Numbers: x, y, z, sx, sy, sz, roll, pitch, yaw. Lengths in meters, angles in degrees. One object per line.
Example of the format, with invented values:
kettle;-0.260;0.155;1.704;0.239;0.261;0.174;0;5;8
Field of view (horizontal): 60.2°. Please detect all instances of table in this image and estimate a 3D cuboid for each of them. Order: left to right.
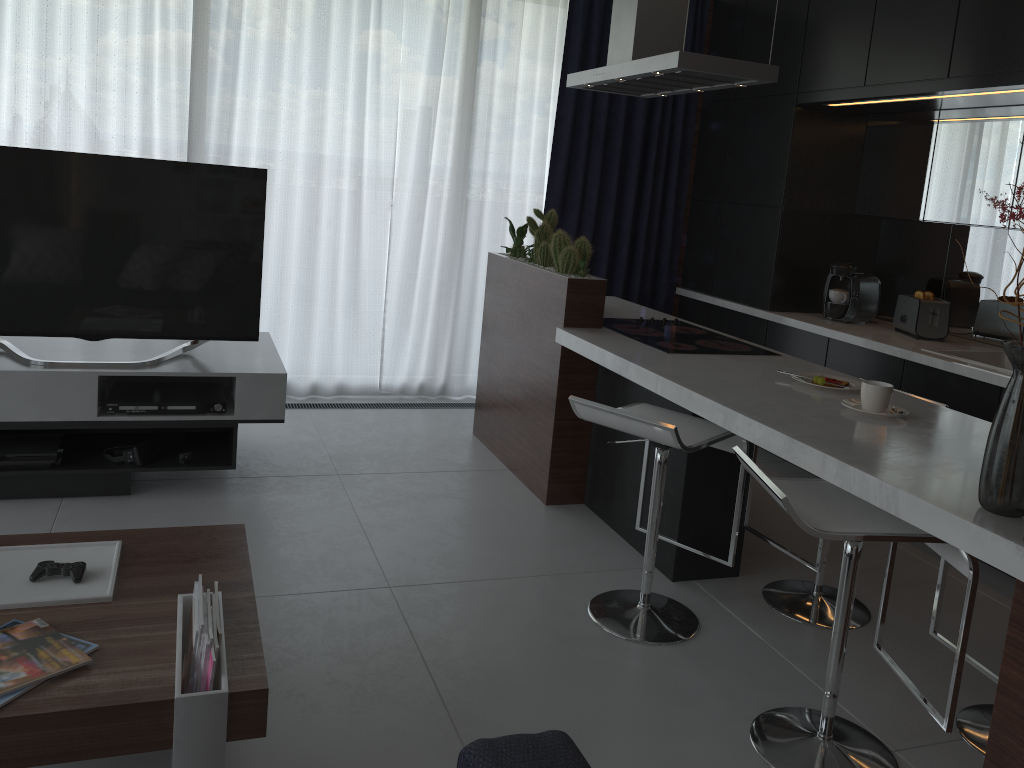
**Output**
table;-0.981;0.634;1.915;0.799;0.348;0.818;1;13;-20

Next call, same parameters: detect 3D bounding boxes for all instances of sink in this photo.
sink;2.182;-0.082;3.579;0.503;0.486;0.867;1;12;-20

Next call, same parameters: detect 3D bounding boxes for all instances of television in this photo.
television;-1.596;-0.485;3.390;1.229;0.776;0.302;1;10;-20

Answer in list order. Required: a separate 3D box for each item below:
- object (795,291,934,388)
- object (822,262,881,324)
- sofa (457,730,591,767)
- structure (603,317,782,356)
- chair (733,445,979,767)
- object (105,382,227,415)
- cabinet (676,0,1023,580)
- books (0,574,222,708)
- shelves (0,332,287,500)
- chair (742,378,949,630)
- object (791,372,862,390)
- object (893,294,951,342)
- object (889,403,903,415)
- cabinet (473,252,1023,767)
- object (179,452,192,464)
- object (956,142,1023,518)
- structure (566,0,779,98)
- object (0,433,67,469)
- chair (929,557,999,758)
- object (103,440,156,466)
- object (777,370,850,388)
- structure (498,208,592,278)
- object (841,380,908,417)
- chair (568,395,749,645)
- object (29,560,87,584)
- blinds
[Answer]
object;1.509;-0.220;3.567;0.141;0.218;1.891;11;14;33
object;1.772;-0.482;4.642;0.270;0.308;0.217;-2;12;-35
sofa;-1.261;0.722;0.851;2.870;0.600;1.929;0;13;-20
structure;0.669;-0.192;3.656;0.504;0.056;0.776;0;14;-20
chair;0.772;0.558;2.155;0.463;0.700;0.402;5;9;-3
object;-1.364;0.057;3.502;0.430;0.052;0.341;0;13;-20
cabinet;2.014;-0.700;4.086;0.705;2.518;3.533;2;11;-20
books;2.005;0.299;4.207;8.259;0.367;0.410;-6;15;-41
shelves;-2.154;0.090;3.507;2.347;0.493;0.887;0;12;-20
chair;1.100;0.389;2.962;0.463;0.730;0.402;1;10;-25
object;1.036;-0.002;2.887;0.241;0.019;0.239;16;17;40
object;1.985;-0.326;4.297;0.176;0.192;0.264;5;11;0
object;1.103;0.070;2.573;0.036;0.012;0.168;6;13;4
cabinet;0.803;-0.582;3.088;0.785;2.516;3.387;2;11;-20
object;-1.272;0.288;3.441;0.044;0.043;0.044;1;11;-20
object;0.984;-0.113;1.754;0.388;0.725;0.200;-2;11;-39
structure;0.677;-1.664;3.780;0.446;0.749;1.060;2;12;-20
object;-1.875;0.245;3.333;0.314;0.066;0.319;0;13;-20
chair;1.415;0.581;2.244;0.463;0.730;0.402;3;9;-14
object;-1.490;0.257;3.420;0.184;0.078;0.118;7;11;9
object;0.986;-0.017;2.889;0.251;0.008;0.026;15;16;38
structure;0.140;-0.671;4.065;0.222;0.282;1.016;2;13;-18
object;1.050;0.041;2.550;0.182;0.085;0.184;-6;16;-43
chair;0.420;0.393;2.745;0.400;0.700;0.465;13;12;41
object;-1.025;0.421;2.005;0.112;0.036;0.072;4;12;-8
blinds;-0.625;-0.462;1.496;5.792;2.735;7.252;2;13;-17
